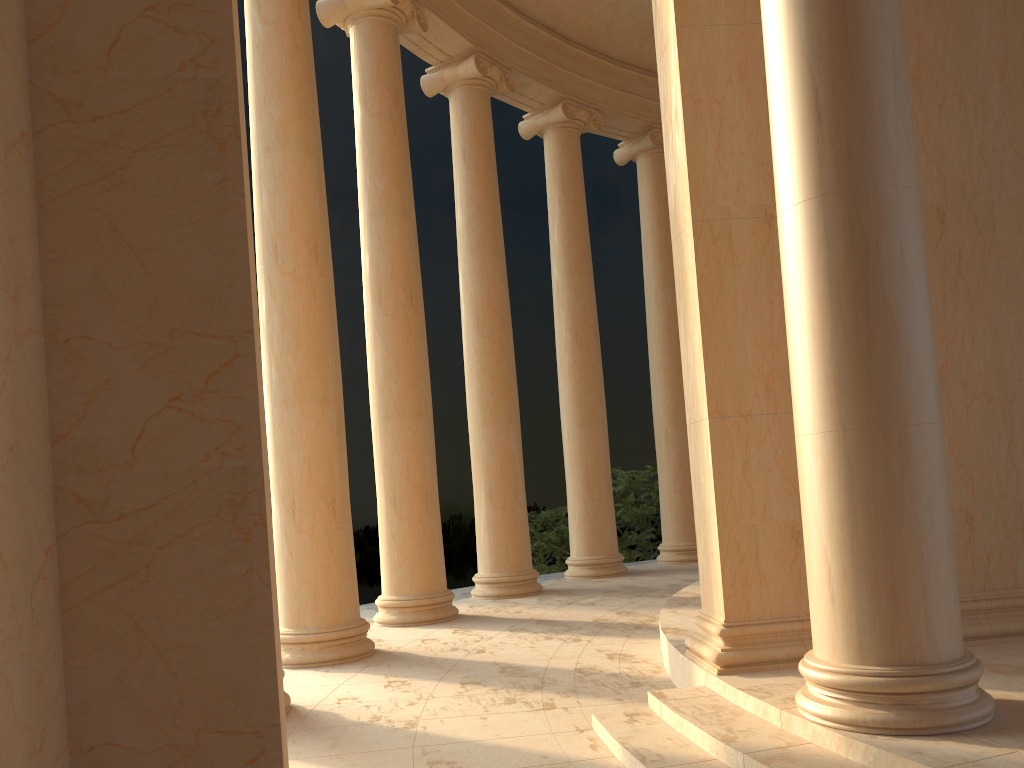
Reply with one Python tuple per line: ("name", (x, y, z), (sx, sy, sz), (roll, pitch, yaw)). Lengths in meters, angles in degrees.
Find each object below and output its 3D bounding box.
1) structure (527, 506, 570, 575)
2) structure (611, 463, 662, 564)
("structure", (53.491, 306.400, 1516.719), (149.360, 187.722, 156.140), (-5, -4, 7))
("structure", (240.498, 289.734, 1603.837), (247.086, 298.529, 238.642), (-4, -4, -2))
